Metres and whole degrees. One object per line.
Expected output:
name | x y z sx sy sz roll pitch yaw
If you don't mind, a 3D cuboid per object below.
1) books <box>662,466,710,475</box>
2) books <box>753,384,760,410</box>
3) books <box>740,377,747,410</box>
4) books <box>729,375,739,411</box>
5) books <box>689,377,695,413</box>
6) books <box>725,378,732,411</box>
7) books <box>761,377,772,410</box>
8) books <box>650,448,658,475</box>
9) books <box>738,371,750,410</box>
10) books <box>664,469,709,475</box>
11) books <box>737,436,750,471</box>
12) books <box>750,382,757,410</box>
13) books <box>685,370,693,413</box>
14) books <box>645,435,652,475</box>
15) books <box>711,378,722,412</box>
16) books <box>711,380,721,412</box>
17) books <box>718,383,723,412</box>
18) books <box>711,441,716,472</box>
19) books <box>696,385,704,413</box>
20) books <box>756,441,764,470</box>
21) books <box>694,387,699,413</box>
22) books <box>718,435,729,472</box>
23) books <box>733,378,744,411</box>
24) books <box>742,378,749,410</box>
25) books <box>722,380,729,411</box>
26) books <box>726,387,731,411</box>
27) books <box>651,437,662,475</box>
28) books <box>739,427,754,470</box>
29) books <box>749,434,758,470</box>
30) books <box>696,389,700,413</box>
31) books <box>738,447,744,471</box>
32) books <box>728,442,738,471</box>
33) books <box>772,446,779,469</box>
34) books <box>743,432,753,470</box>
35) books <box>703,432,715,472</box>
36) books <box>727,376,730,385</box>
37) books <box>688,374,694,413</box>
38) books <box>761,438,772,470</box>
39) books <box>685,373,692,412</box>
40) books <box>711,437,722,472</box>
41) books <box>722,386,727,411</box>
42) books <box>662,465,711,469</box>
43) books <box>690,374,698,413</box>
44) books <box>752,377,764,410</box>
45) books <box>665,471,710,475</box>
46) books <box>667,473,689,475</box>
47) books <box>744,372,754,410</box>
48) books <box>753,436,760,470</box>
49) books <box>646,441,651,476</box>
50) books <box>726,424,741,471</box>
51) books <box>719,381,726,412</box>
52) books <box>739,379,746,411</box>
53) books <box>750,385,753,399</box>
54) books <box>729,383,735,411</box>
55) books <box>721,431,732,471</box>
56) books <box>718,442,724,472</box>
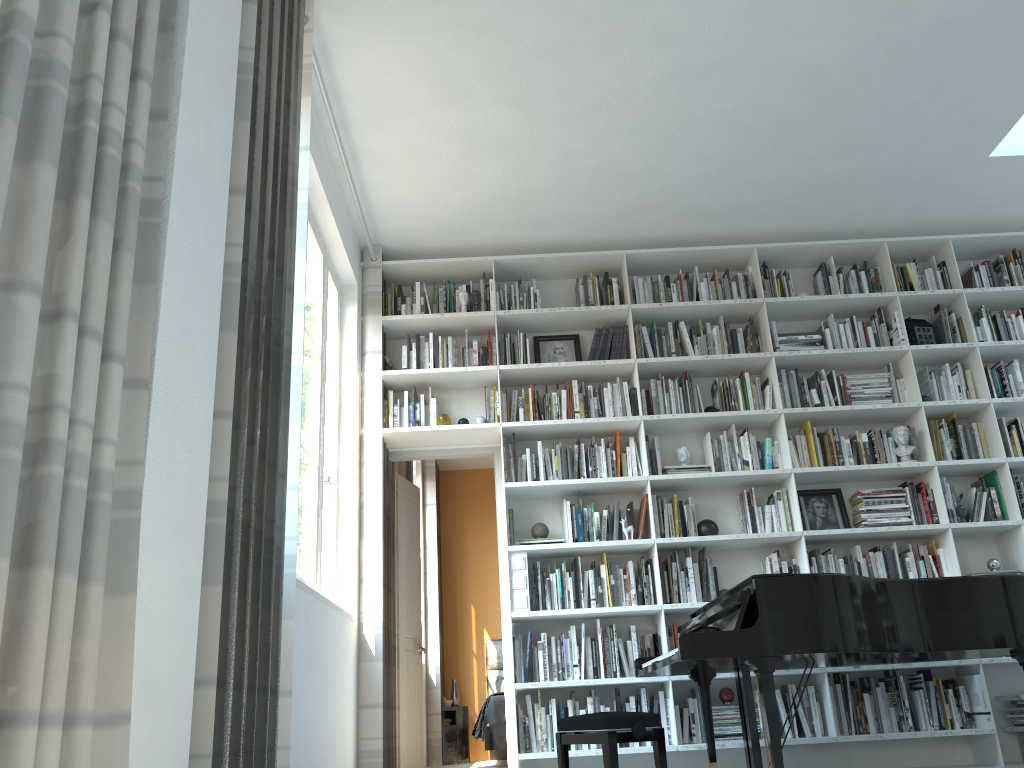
books | 1.045 0.534 5.370 0.285 0.012 0.160 -3 -21 1
books | 1.504 0.129 5.519 0.024 0.215 0.142 -3 -21 -1
books | 1.432 0.107 5.524 0.004 0.264 0.142 -3 -21 -1
books | 1.372 0.104 5.537 0.033 0.286 0.156 -3 -21 -1
books | 1.109 0.116 5.523 0.004 0.283 0.167 -3 -21 -1
books | 1.341 0.115 5.532 0.009 0.265 0.150 -3 -21 -1
books | 1.570 0.105 5.495 0.064 0.236 0.209 -3 -21 -1
books | 0.856 0.510 5.385 0.034 0.209 0.137 -3 -21 -1
books | 1.442 0.087 5.527 0.006 0.302 0.166 -3 -21 -1
books | 1.046 0.544 5.363 0.254 0.012 0.161 -2 -21 -4
books | 1.399 0.460 5.384 0.028 0.246 0.170 -3 -21 -1
books | 1.486 0.124 5.521 0.011 0.228 0.166 -3 -21 -1
books | 1.098 0.096 5.535 0.005 0.329 0.162 -3 -21 -1
books | 0.831 0.474 5.410 0.011 0.296 0.136 -3 -21 -1
books | 1.282 0.115 5.538 0.012 0.274 0.129 -3 -21 -1
books | 1.274 0.123 5.527 0.005 0.253 0.161 -3 -21 -1
books | 1.291 0.131 5.529 0.005 0.238 0.146 -3 -21 -1
books | 1.209 0.481 5.391 0.010 0.231 0.155 -3 -21 -1
books | 1.162 0.138 5.515 0.031 0.231 0.148 -3 -21 -1
books | 1.495 0.476 5.400 0.026 0.218 0.150 -3 -21 -1
books | 1.138 0.149 5.521 0.012 0.217 0.151 -3 -21 -1
books | 1.278 0.459 5.394 0.022 0.266 0.152 -3 -21 -1
books | 1.396 0.111 5.497 0.013 0.243 0.189 -3 -21 -1
books | 1.437 0.111 5.516 0.006 0.252 0.181 -3 -21 -1
books | 1.314 0.119 5.497 0.005 0.235 0.179 -3 -21 -1
books | 1.332 0.143 5.512 0.011 0.199 0.163 -3 -21 -1
books | 0.881 0.475 5.392 0.021 0.276 0.137 -3 -21 -1
books | 1.429 0.433 5.393 0.011 0.299 0.179 -3 -21 -1
books | 1.447 0.451 5.387 0.023 0.258 0.171 -3 -21 -1
books | 1.147 0.151 5.518 0.004 0.208 0.132 -3 -21 -1
books | 1.374 0.495 5.391 0.025 0.188 0.140 -3 -21 -1
books | 1.327 0.478 5.391 0.048 0.224 0.150 -3 -21 -1
books | 1.582 0.487 5.389 0.027 0.180 0.142 -3 -21 -1
books | 1.418 0.447 5.378 0.012 0.264 0.193 -3 -21 -1
books | 1.197 0.452 5.388 0.012 0.284 0.160 -3 -21 -1
books | 1.354 0.106 5.524 0.005 0.274 0.157 -3 -21 -1
books | 1.104 0.107 5.530 0.005 0.304 0.163 -3 -21 -1
books | 1.537 0.461 5.380 0.060 0.226 0.179 -3 -21 -1
books | 1.093 0.104 5.535 0.005 0.315 0.157 -3 -21 -1
books | 1.229 0.466 5.377 0.030 0.246 0.175 -3 -21 -1
books | 1.305 0.138 5.518 0.013 0.215 0.150 -3 -21 -1
books | 1.044 0.521 5.369 0.285 0.012 0.160 -1 -21 -5
books | 1.116 0.108 5.507 0.011 0.286 0.189 -3 -21 -1
books | 1.526 0.105 5.518 0.022 0.256 0.155 -3 -21 -1
books | 1.046 0.554 5.355 0.254 0.012 0.161 -1 -21 -6
books | 1.047 0.566 5.353 0.254 0.012 0.161 -1 -21 -5
books | 1.458 0.095 5.520 0.022 0.283 0.190 -3 -21 -1
books | 1.470 0.459 5.406 0.022 0.255 0.152 -3 -21 -1
books | 0.815 0.487 5.386 0.024 0.256 0.134 -3 -21 -1
books | 1.353 0.425 5.402 0.010 0.328 0.174 -3 -21 -1
books | 1.296 0.121 5.506 0.005 0.239 0.174 -3 -21 -1
books | 1.421 0.114 5.522 0.017 0.252 0.140 -3 -21 -1
books | 1.475 0.110 5.522 0.010 0.256 0.140 -3 -21 -1
books | 1.350 0.126 5.493 0.006 0.215 0.182 -3 -21 -1
books | 1.295 0.446 5.386 0.012 0.285 0.168 -3 -21 -1
books | 1.256 0.485 5.401 0.024 0.226 0.138 -3 -21 -1
